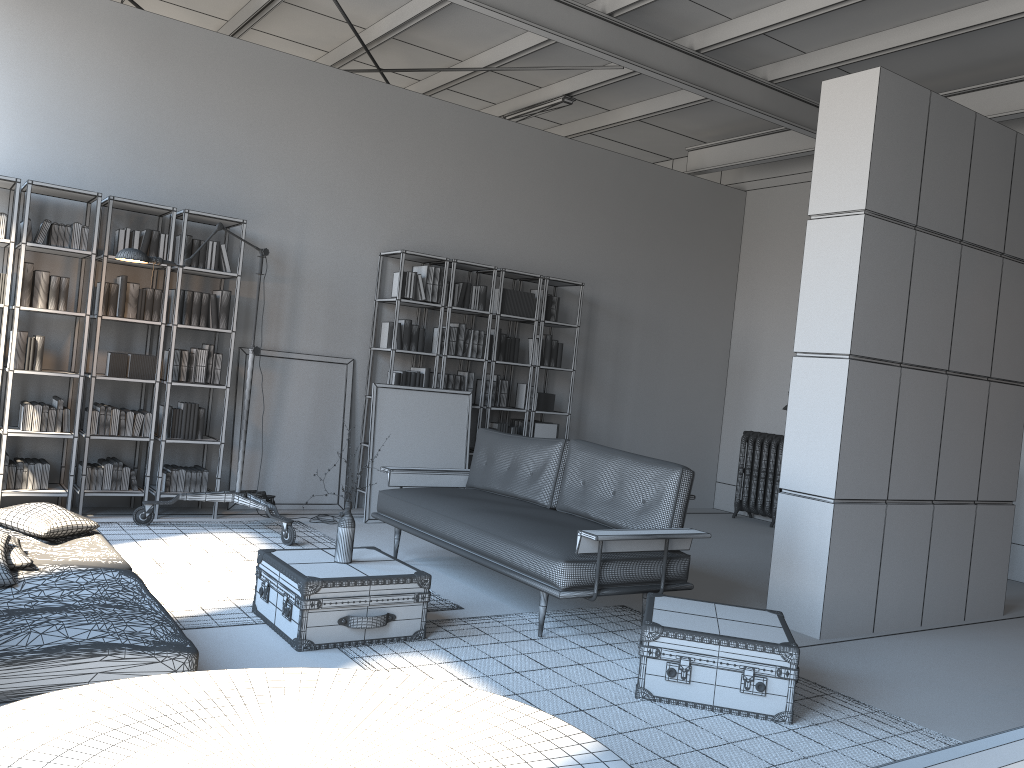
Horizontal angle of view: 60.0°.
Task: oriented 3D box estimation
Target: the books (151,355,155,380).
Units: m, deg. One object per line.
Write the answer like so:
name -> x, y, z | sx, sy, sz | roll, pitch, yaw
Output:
books -> -2.653, -0.122, 6.518 | 0.012, 0.177, 0.134 | 6, 1, -34

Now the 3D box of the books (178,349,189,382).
books -> -2.493, -0.139, 6.679 | 0.057, 0.244, 0.178 | 6, 1, -34

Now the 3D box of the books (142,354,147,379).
books -> -2.701, -0.127, 6.485 | 0.012, 0.177, 0.134 | 6, 1, -34

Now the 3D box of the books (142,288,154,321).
books -> -2.700, -0.586, 6.553 | 0.057, 0.244, 0.178 | 6, 1, -34

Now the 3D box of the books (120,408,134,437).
books -> -2.832, 0.281, 6.500 | 0.049, 0.193, 0.278 | 6, 1, -34

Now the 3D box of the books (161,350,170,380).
books -> -2.588, -0.140, 6.640 | 0.022, 0.226, 0.163 | 6, 1, -34

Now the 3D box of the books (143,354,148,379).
books -> -2.691, -0.126, 6.492 | 0.012, 0.177, 0.134 | 6, 1, -34

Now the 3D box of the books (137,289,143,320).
books -> -2.742, -0.581, 6.498 | 0.022, 0.226, 0.163 | 6, 1, -34

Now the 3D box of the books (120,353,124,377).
books -> -2.833, -0.135, 6.420 | 0.012, 0.177, 0.134 | 6, 1, -34

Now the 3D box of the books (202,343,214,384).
books -> -2.351, -0.158, 6.812 | 0.038, 0.303, 0.222 | 6, 1, -34

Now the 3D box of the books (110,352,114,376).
books -> -2.890, -0.141, 6.381 | 0.012, 0.177, 0.134 | 6, 1, -34

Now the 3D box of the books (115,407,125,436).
books -> -2.871, 0.278, 6.474 | 0.045, 0.191, 0.275 | 6, 1, -35

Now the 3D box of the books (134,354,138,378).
books -> -2.748, -0.131, 6.452 | 0.012, 0.177, 0.134 | 6, 1, -34

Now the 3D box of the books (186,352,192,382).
books -> -2.470, -0.128, 6.720 | 0.022, 0.226, 0.163 | 6, 1, -34

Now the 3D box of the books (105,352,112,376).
books -> -2.900, -0.142, 6.375 | 0.012, 0.177, 0.134 | 6, 1, -34

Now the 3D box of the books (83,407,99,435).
books -> -3.028, 0.267, 6.376 | 0.056, 0.183, 0.259 | 6, 1, -34

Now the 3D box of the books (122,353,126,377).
books -> -2.824, -0.134, 6.427 | 0.012, 0.177, 0.134 | 6, 1, -34

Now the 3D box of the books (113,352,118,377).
books -> -2.871, -0.139, 6.394 | 0.012, 0.177, 0.134 | 6, 1, -34

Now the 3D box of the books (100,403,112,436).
books -> -2.948, 0.256, 6.412 | 0.030, 0.215, 0.293 | 6, 1, -34

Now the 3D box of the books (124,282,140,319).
books -> -2.799, -0.607, 6.487 | 0.091, 0.265, 0.193 | 6, 1, -34

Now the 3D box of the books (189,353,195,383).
books -> -2.453, -0.126, 6.733 | 0.022, 0.226, 0.163 | 6, 1, -34

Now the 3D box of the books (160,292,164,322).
books -> -2.607, -0.568, 6.591 | 0.022, 0.226, 0.163 | 6, 1, -34

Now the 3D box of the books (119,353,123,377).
books -> -2.843, -0.136, 6.414 | 0.012, 0.177, 0.134 | 6, 1, -34

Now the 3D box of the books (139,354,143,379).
books -> -2.720, -0.128, 6.472 | 0.012, 0.177, 0.134 | 6, 1, -34

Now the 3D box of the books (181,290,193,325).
books -> -2.470, -0.571, 6.676 | 0.062, 0.265, 0.193 | 6, 1, -39

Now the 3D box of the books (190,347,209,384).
books -> -2.391, -0.140, 6.744 | 0.091, 0.265, 0.193 | 6, 1, -34

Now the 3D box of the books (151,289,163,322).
books -> -2.657, -0.582, 6.595 | 0.057, 0.244, 0.178 | 6, 1, -34

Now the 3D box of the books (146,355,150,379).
books -> -2.682, -0.125, 6.498 | 0.012, 0.177, 0.134 | 6, 1, -34

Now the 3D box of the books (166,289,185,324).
books -> -2.524, -0.577, 6.640 | 0.062, 0.265, 0.193 | 6, 1, -39

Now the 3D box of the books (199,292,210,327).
books -> -2.375, -0.562, 6.764 | 0.062, 0.265, 0.193 | 6, 1, -39

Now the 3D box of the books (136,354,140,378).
books -> -2.739, -0.130, 6.459 | 0.012, 0.177, 0.134 | 6, 1, -34

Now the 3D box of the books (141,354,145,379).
books -> -2.710, -0.127, 6.478 | 0.012, 0.177, 0.134 | 6, 1, -34

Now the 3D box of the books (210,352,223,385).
books -> -2.284, -0.119, 6.808 | 0.057, 0.244, 0.178 | 6, 1, -34

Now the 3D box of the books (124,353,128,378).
books -> -2.814, -0.133, 6.433 | 0.012, 0.177, 0.134 | 6, 1, -34

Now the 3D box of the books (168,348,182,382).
books -> -2.535, -0.143, 6.636 | 0.057, 0.244, 0.178 | 6, 1, -34

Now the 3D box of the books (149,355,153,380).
books -> -2.663, -0.123, 6.511 | 0.012, 0.177, 0.134 | 6, 1, -34

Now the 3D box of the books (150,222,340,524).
books -> -1.656, 0.005, 6.641 | 0.264, 2.162, 2.306 | 6, 1, 34

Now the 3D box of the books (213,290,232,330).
books -> -2.248, -0.571, 6.841 | 0.071, 0.303, 0.222 | 6, 1, -39

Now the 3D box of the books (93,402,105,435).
books -> -2.983, 0.253, 6.400 | 0.044, 0.221, 0.273 | 6, 1, -35

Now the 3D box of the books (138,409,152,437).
books -> -2.729, 0.291, 6.571 | 0.047, 0.190, 0.278 | 6, 1, -34

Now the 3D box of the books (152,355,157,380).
books -> -2.644, -0.121, 6.524 | 0.012, 0.177, 0.134 | 6, 1, -34

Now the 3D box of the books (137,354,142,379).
books -> -2.729, -0.129, 6.465 | 0.012, 0.177, 0.134 | 6, 1, -34

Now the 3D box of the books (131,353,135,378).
books -> -2.767, -0.133, 6.439 | 0.012, 0.177, 0.134 | 6, 1, -34

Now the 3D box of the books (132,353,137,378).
books -> -2.758, -0.132, 6.446 | 0.012, 0.177, 0.134 | 6, 1, -34

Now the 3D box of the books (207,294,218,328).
books -> -2.307, -0.554, 6.793 | 0.084, 0.267, 0.193 | 6, 1, -38

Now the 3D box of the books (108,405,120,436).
books -> -2.914, 0.265, 6.442 | 0.061, 0.204, 0.281 | 6, 1, -34

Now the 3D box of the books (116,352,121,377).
books -> -2.852, -0.137, 6.407 | 0.012, 0.177, 0.134 | 6, 1, -34

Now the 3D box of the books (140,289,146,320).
books -> -2.724, -0.579, 6.512 | 0.022, 0.226, 0.163 | 6, 1, -34

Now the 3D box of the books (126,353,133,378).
books -> -2.777, -0.134, 6.433 | 0.012, 0.177, 0.134 | 6, 1, -34

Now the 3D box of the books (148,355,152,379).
books -> -2.672, -0.124, 6.505 | 0.012, 0.177, 0.134 | 6, 1, -34

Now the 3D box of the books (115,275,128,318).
books -> -2.835, -0.631, 6.419 | 0.038, 0.303, 0.222 | 6, 1, -34

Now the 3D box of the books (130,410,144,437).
books -> -2.787, 0.292, 6.542 | 0.077, 0.185, 0.259 | 6, 1, -33

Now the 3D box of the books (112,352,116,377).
books -> -2.881, -0.140, 6.388 | 0.012, 0.177, 0.134 | 6, 1, -34

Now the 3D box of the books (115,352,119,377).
books -> -2.862, -0.138, 6.401 | 0.012, 0.177, 0.134 | 6, 1, -34

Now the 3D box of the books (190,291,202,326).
books -> -2.418, -0.566, 6.714 | 0.062, 0.265, 0.193 | 6, 1, -39
